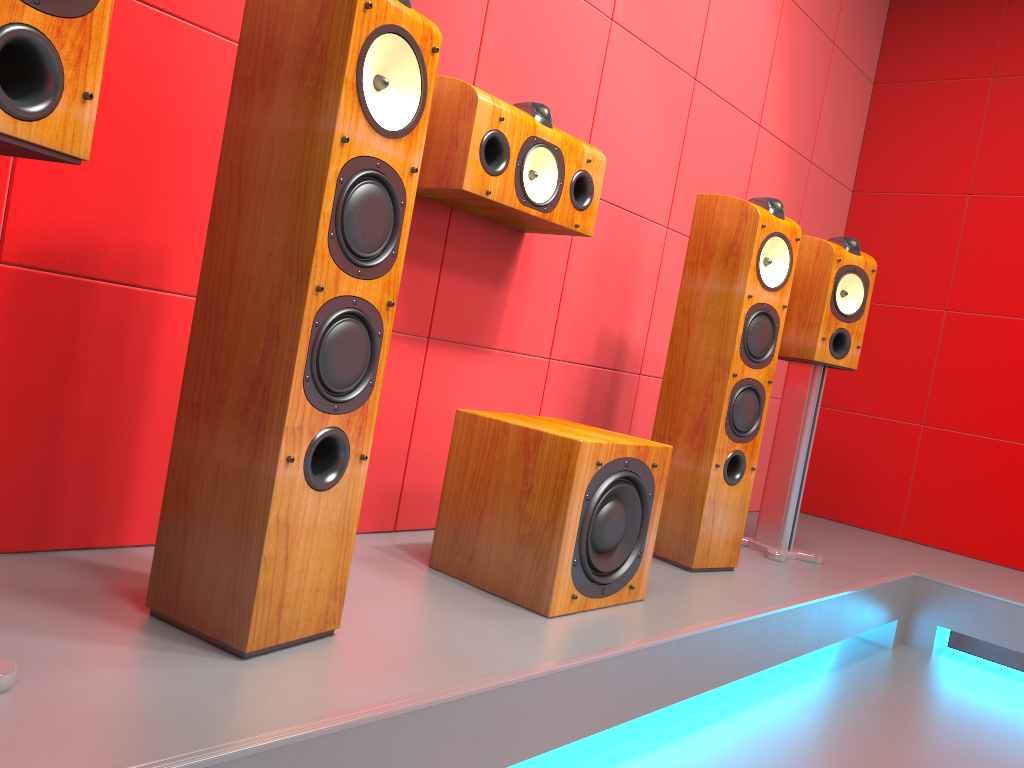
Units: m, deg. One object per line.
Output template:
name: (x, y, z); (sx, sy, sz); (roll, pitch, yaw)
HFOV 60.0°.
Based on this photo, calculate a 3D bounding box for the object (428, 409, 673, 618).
object: (0.093, 0.275, 1.992); (0.360, 0.360, 0.360); (12, 3, 40)

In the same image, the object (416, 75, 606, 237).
object: (-0.008, -0.550, 2.170); (0.235, 0.271, 0.493); (12, 3, 40)

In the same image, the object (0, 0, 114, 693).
object: (-0.666, -0.176, 1.007); (0.265, 1.058, 0.231); (11, 2, 20)

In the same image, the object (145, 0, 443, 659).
object: (-0.335, -0.130, 1.401); (0.238, 1.052, 0.203); (12, 3, 30)

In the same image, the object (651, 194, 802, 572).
object: (0.589, -0.009, 2.532); (0.203, 1.052, 0.238); (8, 3, -40)

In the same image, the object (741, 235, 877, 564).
object: (0.959, 0.038, 2.936); (0.231, 1.058, 0.265); (9, 3, -30)
